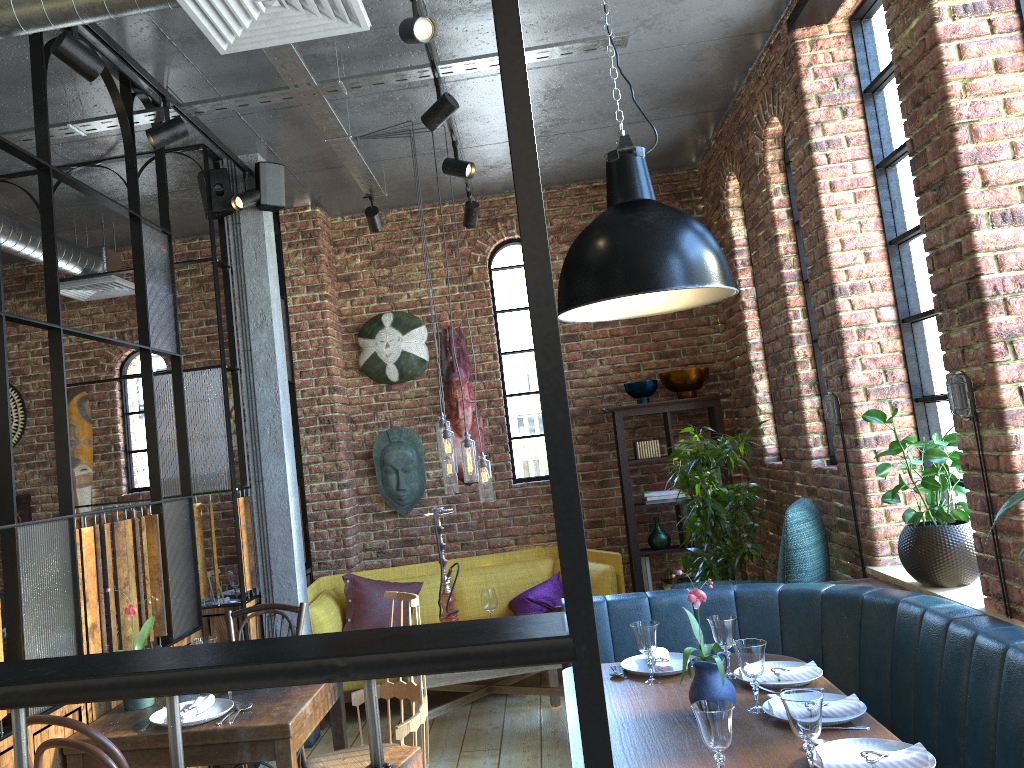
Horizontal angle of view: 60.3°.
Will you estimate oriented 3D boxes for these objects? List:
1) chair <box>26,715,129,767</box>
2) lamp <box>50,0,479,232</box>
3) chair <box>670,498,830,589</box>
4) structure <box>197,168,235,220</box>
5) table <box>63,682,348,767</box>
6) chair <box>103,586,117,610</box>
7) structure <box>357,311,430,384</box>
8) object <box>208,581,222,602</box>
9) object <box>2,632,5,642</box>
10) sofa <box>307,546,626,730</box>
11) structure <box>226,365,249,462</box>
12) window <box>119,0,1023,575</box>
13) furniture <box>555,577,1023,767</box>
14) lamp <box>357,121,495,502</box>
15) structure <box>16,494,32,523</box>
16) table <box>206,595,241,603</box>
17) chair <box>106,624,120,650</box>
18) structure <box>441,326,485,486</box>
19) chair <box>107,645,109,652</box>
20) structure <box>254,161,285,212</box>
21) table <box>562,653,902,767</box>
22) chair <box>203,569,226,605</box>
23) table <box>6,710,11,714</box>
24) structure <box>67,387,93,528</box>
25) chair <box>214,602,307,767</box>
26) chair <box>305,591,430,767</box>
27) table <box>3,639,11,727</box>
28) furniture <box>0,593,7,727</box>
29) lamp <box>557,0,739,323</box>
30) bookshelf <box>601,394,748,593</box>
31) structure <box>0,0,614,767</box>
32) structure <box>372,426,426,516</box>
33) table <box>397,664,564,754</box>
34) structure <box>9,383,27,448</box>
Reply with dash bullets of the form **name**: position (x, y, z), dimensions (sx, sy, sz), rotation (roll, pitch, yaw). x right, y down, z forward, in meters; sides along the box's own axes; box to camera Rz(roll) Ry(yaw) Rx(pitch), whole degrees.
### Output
- **chair**: position (-1.108, 1.350, 2.554), dimensions (0.454, 0.924, 0.528), rotation (-9, -6, 25)
- **lamp**: position (-3.382, -0.976, 3.098), dimensions (6.315, 0.275, 7.149), rotation (-7, -4, 4)
- **chair**: position (1.003, 1.138, 4.215), dimensions (1.071, 1.101, 0.775), rotation (-9, -6, 28)
- **structure**: position (-1.684, -1.077, 5.012), dimensions (0.178, 0.269, 0.170), rotation (-4, -6, -23)
- **table**: position (-1.004, 1.474, 3.094), dimensions (0.757, 0.729, 0.742), rotation (-7, -5, 4)
- **chair**: position (-2.220, 1.671, 5.486), dimensions (0.500, 0.918, 0.420), rotation (-4, -6, -31)
- **structure**: position (-0.859, -0.262, 6.354), dimensions (0.536, 0.523, 0.145), rotation (-7, -6, 6)
- **object**: position (-1.855, 1.303, 5.520), dimensions (0.088, 0.120, 0.080), rotation (-10, -6, 35)
- **object**: position (-2.300, 1.210, 3.917), dimensions (0.102, 0.192, 0.094), rotation (-10, -6, 28)
- **sofa**: position (-0.338, 1.550, 5.604), dimensions (1.963, 0.765, 0.800), rotation (-6, -5, -10)
- **structure**: position (-2.090, 0.218, 6.469), dimensions (0.594, 0.729, 0.125), rotation (-7, -6, 6)
- **window**: position (0.708, -0.331, 3.808), dimensions (3.301, 2.437, 8.852), rotation (-4, -5, -31)
- **furniture**: position (0.872, 1.170, 2.408), dimensions (1.375, 0.825, 2.585), rotation (-7, -4, 2)
- **lamp**: position (-0.487, -0.388, 4.901), dimensions (0.522, 2.127, 0.277), rotation (-10, -7, 29)
- **structure**: position (-3.707, 1.163, 6.578), dimensions (0.263, 0.657, 0.158), rotation (-7, -6, 5)
- **table**: position (-1.751, 1.716, 5.456), dimensions (0.757, 0.729, 0.742), rotation (-7, -5, 4)
- **chair**: position (-1.914, 1.523, 3.797), dimensions (0.513, 0.918, 0.410), rotation (-6, -6, -11)
- **structure**: position (-0.368, 0.157, 6.308), dimensions (0.216, 1.150, 0.236), rotation (-2, -8, -40)
- **chair**: position (-1.740, 1.472, 3.321), dimensions (0.567, 0.924, 0.423), rotation (-9, -6, 21)
- **structure**: position (-1.383, -1.113, 4.976), dimensions (0.192, 0.269, 0.158), rotation (-12, -7, 44)
- **table**: position (0.610, 1.283, 2.439), dimensions (0.829, 0.663, 1.524), rotation (-7, -4, 2)
- **chair**: position (-1.714, 1.538, 4.903), dimensions (0.529, 1.009, 0.455), rotation (-6, -6, -9)
- **table**: position (-2.332, 1.656, 3.607), dimensions (0.733, 0.730, 1.020), rotation (-7, -5, 3)
- **structure**: position (-3.249, 0.575, 6.581), dimensions (0.234, 1.124, 0.092), rotation (-7, -6, 6)
- **chair**: position (-1.030, 1.414, 3.634), dimensions (0.405, 0.918, 0.520), rotation (-7, -5, -2)
- **chair**: position (-0.484, 1.281, 3.110), dimensions (0.436, 1.009, 0.552), rotation (-4, -6, -25)
- **table**: position (-3.567, 1.989, 5.565), dimensions (0.750, 0.605, 0.736), rotation (-7, -5, 4)
- **furniture**: position (-3.821, 1.922, 5.825), dimensions (1.455, 0.825, 1.475), rotation (-7, -4, 4)
- **lamp**: position (0.317, -0.886, 2.678), dimensions (0.546, 1.331, 0.510), rotation (-9, -6, 21)
- **bookshelf**: position (1.121, 0.946, 5.851), dimensions (0.824, 1.674, 0.312), rotation (-7, -6, 6)
- **structure**: position (-3.628, 0.430, 2.716), dimensions (5.929, 3.337, 5.933), rotation (-6, -4, -12)
- **structure**: position (-0.799, 0.617, 6.266), dimensions (0.371, 0.642, 0.102), rotation (-7, -6, 7)
- **table**: position (-0.116, 1.589, 4.622), dimensions (0.921, 0.510, 0.759), rotation (-6, -5, -11)
- **structure**: position (-4.018, 0.258, 6.721), dimensions (0.666, 0.621, 0.078), rotation (-7, -6, 4)
